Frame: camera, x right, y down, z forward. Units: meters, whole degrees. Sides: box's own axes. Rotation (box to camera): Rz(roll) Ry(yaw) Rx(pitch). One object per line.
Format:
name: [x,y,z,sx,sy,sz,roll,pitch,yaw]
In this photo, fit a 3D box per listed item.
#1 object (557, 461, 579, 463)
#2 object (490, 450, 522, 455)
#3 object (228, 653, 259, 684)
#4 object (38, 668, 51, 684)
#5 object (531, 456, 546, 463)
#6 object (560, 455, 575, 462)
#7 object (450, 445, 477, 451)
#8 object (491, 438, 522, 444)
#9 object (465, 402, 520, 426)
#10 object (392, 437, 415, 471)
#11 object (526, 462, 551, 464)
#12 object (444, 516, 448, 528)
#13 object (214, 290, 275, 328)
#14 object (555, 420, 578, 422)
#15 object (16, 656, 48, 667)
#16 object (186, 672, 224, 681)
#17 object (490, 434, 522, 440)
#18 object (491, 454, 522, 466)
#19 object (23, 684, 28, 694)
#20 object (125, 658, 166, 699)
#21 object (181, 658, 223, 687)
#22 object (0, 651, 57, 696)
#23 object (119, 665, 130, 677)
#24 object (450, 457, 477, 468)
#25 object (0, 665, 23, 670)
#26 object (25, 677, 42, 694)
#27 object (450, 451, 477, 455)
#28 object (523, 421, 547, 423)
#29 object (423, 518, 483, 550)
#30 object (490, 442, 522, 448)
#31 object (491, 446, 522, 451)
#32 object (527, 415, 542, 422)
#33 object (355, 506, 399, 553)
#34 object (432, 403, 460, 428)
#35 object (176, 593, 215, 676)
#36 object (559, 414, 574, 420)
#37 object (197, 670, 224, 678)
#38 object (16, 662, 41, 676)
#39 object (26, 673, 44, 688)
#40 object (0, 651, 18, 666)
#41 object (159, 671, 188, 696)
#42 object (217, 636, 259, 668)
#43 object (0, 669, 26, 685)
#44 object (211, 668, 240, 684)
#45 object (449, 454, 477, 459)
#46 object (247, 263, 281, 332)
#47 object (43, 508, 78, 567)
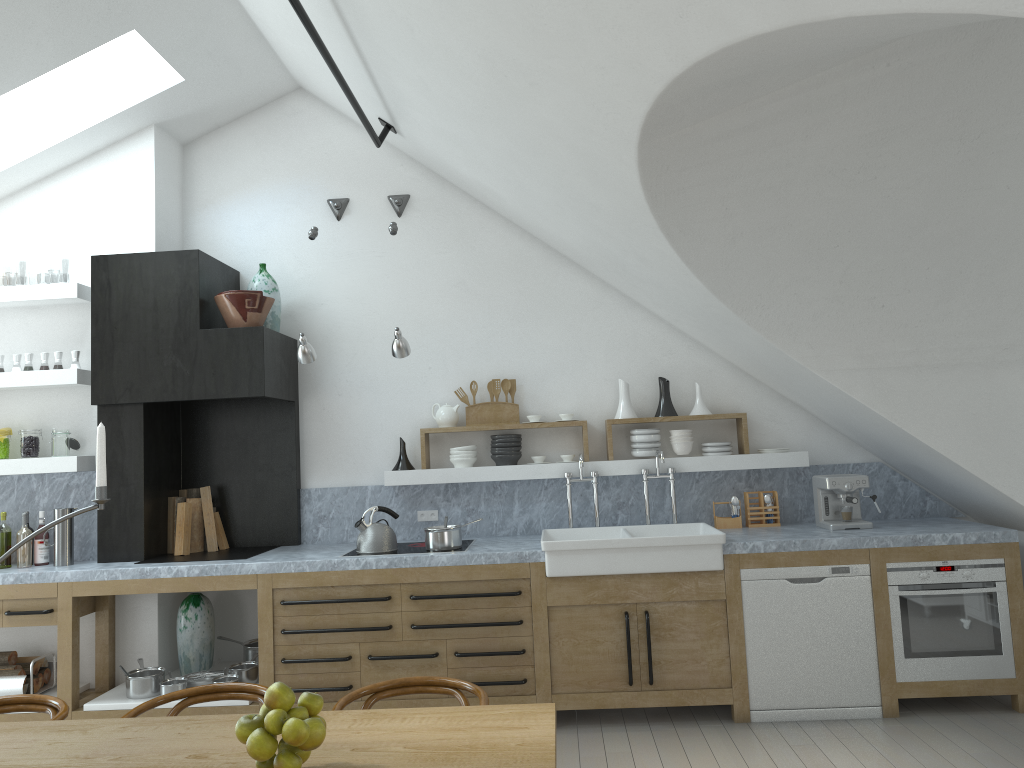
object: [0.369,0.514,5.825,0.163,0.012,0.163,-4,-4,20]
object: [-0.038,0.473,5.827,0.205,0.086,0.205,-6,-6,40]
object: [-1.575,1.730,5.351,0.181,0.134,0.308,-5,-5,27]
object: [-3.056,1.793,5.413,0.437,0.092,0.091,-3,-5,0]
object: [0.176,0.500,5.836,0.098,0.049,0.098,-3,-4,0]
object: [0.368,0.491,5.828,0.098,0.049,0.098,-3,-4,0]
object: [-0.319,0.444,5.844,0.180,0.076,0.181,-6,-6,40]
object: [-0.035,0.399,5.837,0.205,0.084,0.205,-5,-5,30]
object: [-0.129,0.198,5.896,0.353,0.158,0.084,-3,-5,3]
object: [-0.723,0.461,5.881,0.156,0.219,0.155,-1,-5,-16]
object: [0.177,0.524,5.834,0.163,0.012,0.163,-4,-4,20]
object: [-0.413,0.890,5.348,0.051,0.167,0.235,-3,-5,-2]
object: [-1.689,-0.445,5.590,0.347,0.237,0.365,-4,-5,20]
object: [0.363,0.246,5.852,0.163,0.012,0.163,-4,-4,20]
object: [-3.051,1.702,5.394,0.422,0.073,0.071,-3,-5,0]
object: [-1.815,1.738,5.265,0.247,0.045,0.041,-3,-5,1]
object: [-0.038,0.371,5.843,0.205,0.080,0.205,-3,-4,5]
object: [-0.036,0.500,5.824,0.205,0.072,0.205,-2,-4,-10]
object: [-3.047,1.793,5.165,0.422,0.067,0.067,-3,-5,0]
object: [-2.140,1.736,5.227,0.223,0.164,0.377,-2,-4,-8]
object: [-1.882,1.753,5.369,0.263,0.053,0.507,-1,-4,-21]
object: [-3.035,1.740,5.257,0.527,0.232,0.428,-3,-4,0]
object: [-2.177,1.702,5.125,0.190,0.153,0.051,-3,-6,3]
object: [-0.319,0.519,5.836,0.181,0.064,0.181,-5,-5,25]
object: [-3.083,1.703,5.216,0.362,0.087,0.101,-3,-5,0]
object: [-3.044,1.789,5.242,0.479,0.084,0.093,-3,-5,0]
object: [-0.319,0.473,5.841,0.181,0.069,0.181,-4,-5,20]
object: [0.149,0.257,5.862,0.163,0.012,0.163,-4,-4,20]
object: [-0.334,0.909,5.309,0.394,0.171,0.231,-1,-5,-18]
object: [-0.038,0.424,5.832,0.205,0.072,0.205,-2,-4,-10]
object: [-0.037,0.445,5.824,0.205,0.087,0.205,2,-6,-45]
object: [0.148,0.234,5.864,0.098,0.049,0.098,-3,-4,0]
object: [-0.816,0.868,5.331,0.246,0.268,0.245,-4,-5,13]
object: [-0.438,0.208,5.902,0.168,0.169,0.173,-2,-5,-14]
object: [-2.002,1.581,5.615,0.230,0.500,0.230,-8,-8,44]
object: [0.362,0.223,5.854,0.098,0.049,0.098,-3,-4,0]
object: [-1.803,1.747,5.337,0.169,0.035,0.061,-3,-5,3]
object: [-3.070,1.722,5.315,0.435,0.080,0.114,-3,-5,0]
object: [-3.061,1.795,5.325,0.455,0.090,0.090,-3,-5,0]
object: [-3.119,1.651,5.280,0.292,0.102,0.103,-3,-5,0]
object: [-1.936,1.738,5.108,0.153,0.113,0.260,-2,-4,-8]
object: [-1.666,1.733,5.744,0.455,0.198,0.268,-6,-6,37]
object: [-3.058,1.712,5.136,0.437,0.094,0.092,-3,-5,0]
object: [-1.633,1.724,5.115,0.153,0.113,0.260,-3,-4,2]
object: [-0.320,0.496,5.839,0.181,0.065,0.181,-6,-6,40]
object: [-1.663,-0.557,5.928,0.230,0.505,0.230,-8,-8,44]
object: [-2.729,0.926,5.368,0.164,0.340,0.114,-3,-6,6]
